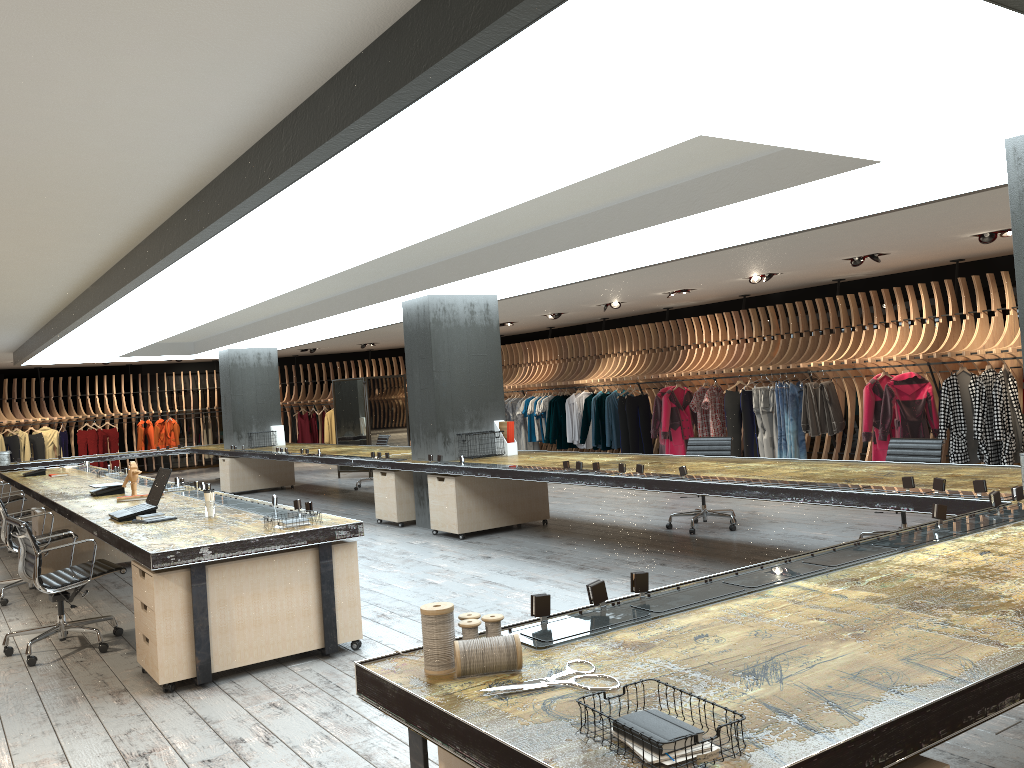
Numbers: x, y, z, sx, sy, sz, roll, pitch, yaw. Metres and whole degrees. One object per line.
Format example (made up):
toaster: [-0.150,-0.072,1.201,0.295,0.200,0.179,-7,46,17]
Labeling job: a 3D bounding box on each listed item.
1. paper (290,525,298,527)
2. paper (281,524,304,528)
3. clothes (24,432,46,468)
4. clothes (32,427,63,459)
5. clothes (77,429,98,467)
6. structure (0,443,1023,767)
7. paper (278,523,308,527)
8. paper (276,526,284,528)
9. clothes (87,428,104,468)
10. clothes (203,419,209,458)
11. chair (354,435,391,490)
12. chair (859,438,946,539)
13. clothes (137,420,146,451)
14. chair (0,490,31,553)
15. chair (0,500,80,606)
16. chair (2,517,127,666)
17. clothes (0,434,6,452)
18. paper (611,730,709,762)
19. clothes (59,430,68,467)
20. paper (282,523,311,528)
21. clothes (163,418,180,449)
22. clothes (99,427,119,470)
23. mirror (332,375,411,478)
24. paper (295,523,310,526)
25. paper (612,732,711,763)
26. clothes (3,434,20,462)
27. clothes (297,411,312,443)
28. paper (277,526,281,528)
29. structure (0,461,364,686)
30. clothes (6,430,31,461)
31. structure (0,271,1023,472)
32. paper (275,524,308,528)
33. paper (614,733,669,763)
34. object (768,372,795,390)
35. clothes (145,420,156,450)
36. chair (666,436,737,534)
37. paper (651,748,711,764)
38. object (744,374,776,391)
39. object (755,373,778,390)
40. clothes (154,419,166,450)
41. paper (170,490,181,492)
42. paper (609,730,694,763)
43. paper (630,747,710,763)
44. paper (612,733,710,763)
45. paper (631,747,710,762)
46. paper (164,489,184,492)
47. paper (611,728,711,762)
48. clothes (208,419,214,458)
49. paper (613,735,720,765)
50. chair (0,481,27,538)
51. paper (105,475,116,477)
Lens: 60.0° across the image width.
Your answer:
paper: [-1.271,0.818,5.152,0.176,0.004,0.130,-4,-1,-30]
paper: [-1.272,0.817,5.152,0.176,0.004,0.130,-4,-1,-29]
clothes: [-10.865,1.781,20.117,0.539,1.353,0.087,-4,-1,-9]
clothes: [-10.696,1.442,20.352,0.705,0.890,0.250,-4,-1,-13]
clothes: [-10.028,1.735,20.984,0.551,1.338,0.093,-4,-1,11]
structure: [-2.561,1.277,9.966,4.838,0.844,18.461,-4,-1,-34]
paper: [-1.272,0.816,5.152,0.176,0.004,0.130,-4,-1,-28]
paper: [-1.271,0.818,5.152,0.176,0.004,0.130,-4,-1,-31]
clothes: [-9.898,1.727,21.088,0.551,1.338,0.093,-5,-2,26]
clothes: [-7.700,1.365,22.269,0.096,0.989,0.465,-3,-1,-22]
chair: [-2.336,1.291,14.670,0.668,0.860,0.693,-3,-1,-38]
chair: [2.962,0.868,6.803,0.668,0.860,0.693,-3,-1,-38]
clothes: [-9.065,1.327,21.664,0.201,0.881,0.839,-3,-1,-19]
chair: [-5.455,1.464,9.700,0.668,0.860,0.693,-3,-1,-38]
chair: [-4.020,1.349,7.483,0.668,0.860,0.693,-3,-1,-43]
chair: [-2.842,1.255,5.669,0.693,0.860,0.668,-5,-1,42]
clothes: [-11.374,1.483,19.453,0.704,0.890,0.250,-4,-1,17]
paper: [0.284,0.683,1.713,0.130,0.004,0.176,-4,0,-19]
clothes: [-10.420,1.751,20.628,0.087,1.353,0.539,-4,-1,-9]
paper: [-1.271,0.817,5.152,0.176,0.004,0.130,-4,-1,-30]
clothes: [-8.454,1.288,21.968,0.839,0.881,0.201,-5,-2,36]
clothes: [-9.667,1.713,21.262,0.551,1.338,0.093,-4,-1,6]
mirror: [-2.364,0.790,16.799,2.111,1.893,0.443,-4,-1,7]
paper: [-1.272,0.816,5.152,0.176,0.004,0.130,-4,-1,-29]
paper: [0.284,0.684,1.713,0.130,0.004,0.176,-4,0,-20]
clothes: [-11.176,1.799,19.704,0.539,1.353,0.087,-4,-1,1]
clothes: [-5.277,1.254,22.556,0.444,1.129,0.126,-3,-2,-37]
paper: [-1.272,0.817,5.152,0.176,0.004,0.130,-4,-1,-27]
structure: [-4.205,1.382,9.124,1.162,0.844,10.443,-3,-1,-34]
clothes: [-11.086,1.467,19.896,0.704,0.890,0.250,-4,-1,7]
structure: [0.175,0.200,6.968,14.888,2.441,36.526,-4,-1,-34]
paper: [-1.280,0.821,5.141,0.176,0.003,0.130,-4,-1,-35]
paper: [0.284,0.684,1.713,0.130,0.004,0.176,-4,0,-19]
object: [3.991,-0.050,13.146,0.549,0.243,0.023,-4,-1,-27]
clothes: [-8.891,1.316,21.821,0.201,0.881,0.839,-3,-1,-29]
chair: [1.807,0.961,8.526,0.693,0.860,0.668,-5,-1,32]
paper: [0.284,0.686,1.713,0.130,0.004,0.176,-4,0,-19]
object: [3.787,-0.036,13.445,0.549,0.243,0.023,-4,-1,3]
object: [3.841,-0.036,13.365,0.549,0.250,0.023,-4,-1,-32]
clothes: [-8.682,1.302,21.877,0.201,0.881,0.839,-4,-1,-4]
paper: [-3.063,0.964,8.000,0.176,0.003,0.130,-4,-1,-35]
paper: [0.284,0.685,1.713,0.130,0.004,0.176,-4,0,-20]
paper: [0.284,0.686,1.713,0.130,0.004,0.176,-4,0,-15]
paper: [0.284,0.685,1.713,0.130,0.004,0.176,-4,0,-21]
paper: [0.284,0.684,1.713,0.130,0.004,0.176,-4,0,-17]
paper: [-3.055,0.960,8.011,0.176,0.004,0.130,-4,-1,-28]
paper: [0.284,0.683,1.713,0.130,0.004,0.176,-4,0,-18]
clothes: [-7.587,1.358,22.312,0.096,0.989,0.465,-3,-1,-17]
paper: [0.294,0.686,1.702,0.130,0.003,0.176,-4,0,-25]
chair: [-6.686,1.562,11.532,0.693,0.860,0.668,-5,-1,42]
paper: [-4.841,1.107,10.677,0.176,0.003,0.130,-4,-1,-35]
